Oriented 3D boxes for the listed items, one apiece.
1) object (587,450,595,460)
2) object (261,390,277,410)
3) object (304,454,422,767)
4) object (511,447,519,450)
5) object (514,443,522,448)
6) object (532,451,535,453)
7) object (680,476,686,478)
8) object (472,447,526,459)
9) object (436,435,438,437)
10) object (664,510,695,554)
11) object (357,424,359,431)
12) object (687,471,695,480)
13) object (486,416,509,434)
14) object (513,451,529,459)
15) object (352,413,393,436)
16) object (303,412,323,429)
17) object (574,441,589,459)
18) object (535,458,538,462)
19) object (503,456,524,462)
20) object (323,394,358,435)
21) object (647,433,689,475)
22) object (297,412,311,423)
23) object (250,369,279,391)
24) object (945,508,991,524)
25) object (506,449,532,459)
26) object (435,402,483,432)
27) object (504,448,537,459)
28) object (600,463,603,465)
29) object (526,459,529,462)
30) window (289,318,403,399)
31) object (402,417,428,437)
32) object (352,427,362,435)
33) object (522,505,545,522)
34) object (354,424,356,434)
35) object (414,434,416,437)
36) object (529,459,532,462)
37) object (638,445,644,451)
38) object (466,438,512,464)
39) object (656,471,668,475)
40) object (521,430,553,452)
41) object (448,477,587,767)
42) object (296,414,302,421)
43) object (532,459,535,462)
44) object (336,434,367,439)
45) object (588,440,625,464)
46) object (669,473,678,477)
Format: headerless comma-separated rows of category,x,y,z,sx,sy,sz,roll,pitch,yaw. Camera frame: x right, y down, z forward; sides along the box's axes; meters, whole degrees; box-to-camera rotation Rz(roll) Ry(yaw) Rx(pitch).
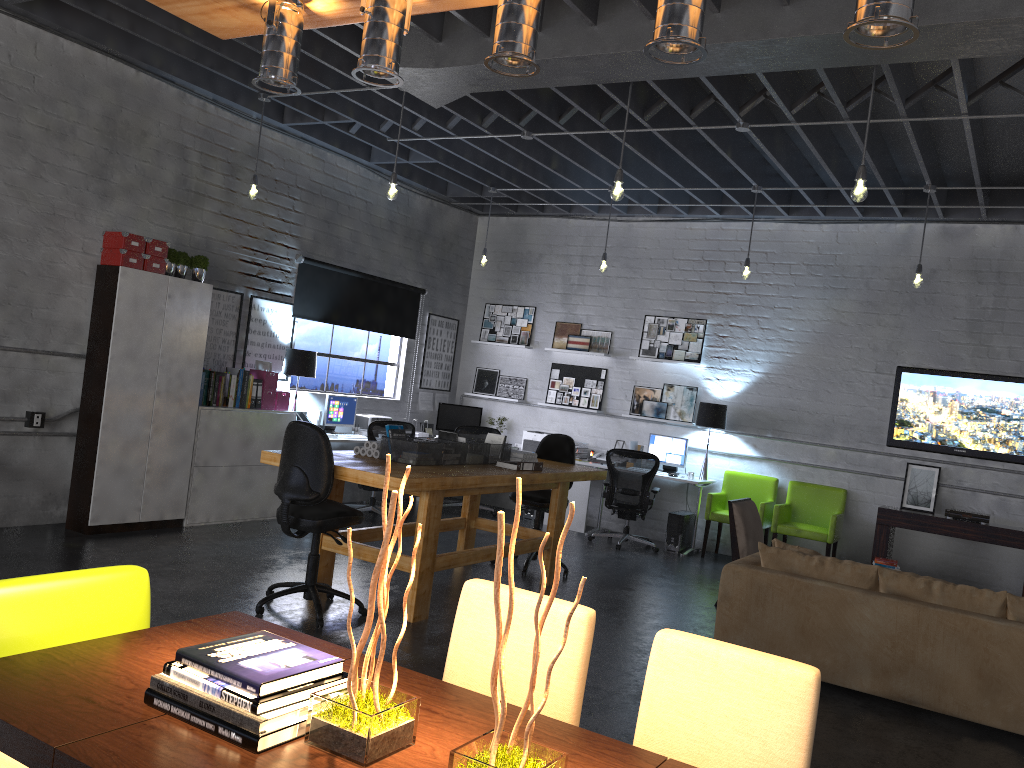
object,0.934,0.830,10.373,0.093,0.116,0.067,8,1,30
object,-2.353,0.139,8.311,0.213,0.177,0.161,7,0,31
object,-0.271,0.424,1.744,0.156,0.583,0.185,8,1,30
object,0.023,0.766,10.552,0.103,0.021,0.131,7,0,10
object,0.078,0.759,10.877,0.104,0.052,0.023,7,1,30
object,0.264,0.799,10.366,0.017,0.016,0.075,7,0,-35
object,1.838,1.002,9.529,0.046,0.009,0.121,7,0,15
object,-0.132,0.530,6.966,0.519,0.047,0.047,7,0,28
object,-0.873,0.636,10.542,0.130,0.049,0.130,7,0,-43
object,1.818,1.589,9.542,0.180,0.411,0.476,8,0,30
object,-1.662,0.494,9.540,0.013,0.124,0.006,7,1,5
object,1.889,0.971,9.379,0.069,0.083,0.090,8,0,30
object,-0.199,0.567,11.046,0.297,0.363,0.271,7,0,-15
object,-0.105,0.534,7.014,0.519,0.047,0.047,7,0,30
object,-1.463,0.468,9.814,0.484,0.230,0.420,7,0,30
object,-2.042,0.403,9.075,0.209,0.208,0.104,7,1,30
object,0.730,0.776,10.446,0.229,0.180,0.316,7,0,30
object,-0.028,0.585,7.154,0.519,0.047,0.047,7,0,30
object,-0.145,0.569,6.953,0.519,0.047,0.047,7,0,30
object,-1.852,0.322,9.341,0.211,0.417,0.465,8,0,30
object,1.742,0.785,9.842,0.464,0.417,0.212,7,1,35
object,-2.098,0.395,8.974,0.209,0.208,0.104,7,1,31
object,-2.330,-0.037,8.309,0.213,0.177,0.161,7,0,31
object,4.278,1.240,8.323,0.370,0.082,0.266,7,0,30
object,-0.081,0.537,7.054,0.519,0.047,0.047,7,0,30
object,-0.672,0.474,11.122,0.560,0.427,0.147,7,1,-23
object,-0.034,0.543,7.134,0.519,0.047,0.047,7,0,30
object,1.003,0.892,9.937,0.017,0.016,0.076,7,0,-10
object,-0.098,0.575,7.034,0.519,0.047,0.047,7,0,30
window,-1.788,-0.486,9.795,0.030,1.220,1.823,8,0,30
object,-1.161,0.522,10.522,0.324,0.208,0.233,7,0,30
object,-1.670,0.511,9.565,0.090,0.090,0.082,7,0,-35
object,0.331,1.401,10.513,0.180,0.411,0.476,8,0,30
object,-1.693,0.490,9.550,0.006,0.124,0.014,7,1,-4
object,-1.346,0.568,10.233,0.392,0.064,0.260,7,0,30
object,-0.075,0.579,7.074,0.519,0.047,0.047,7,0,30
object,1.395,0.820,10.043,0.087,0.259,0.237,8,1,30
object,-0.215,0.514,6.783,0.316,0.156,0.306,7,0,30
object,1.477,0.946,9.653,0.421,0.028,0.181,7,0,25
object,0.352,0.701,10.677,0.350,0.235,0.351,7,0,30
object,0.032,0.462,1.566,0.180,0.583,0.156,8,1,30
object,-2.152,0.388,8.884,0.209,0.208,0.104,7,1,31
object,-0.051,0.581,7.114,0.519,0.047,0.047,7,0,30
object,-1.664,0.542,9.175,0.180,0.028,0.422,7,0,20
object,1.139,0.778,10.201,0.405,0.280,0.400,7,0,30
object,1.729,0.974,9.500,0.114,0.036,0.058,7,0,-45
